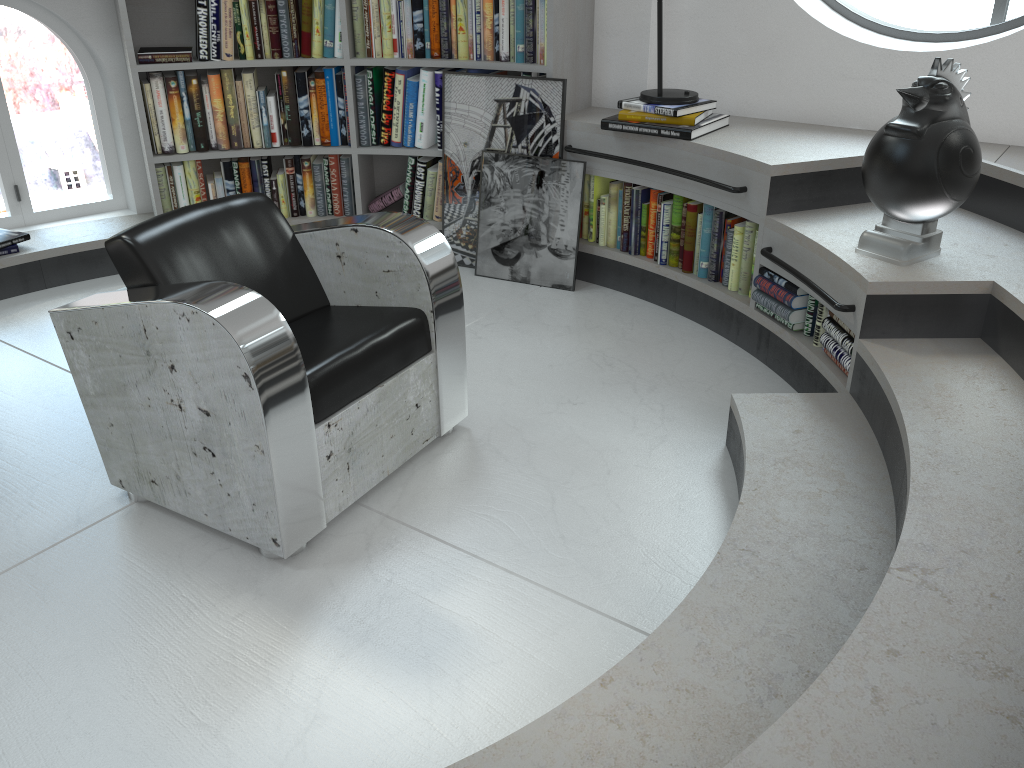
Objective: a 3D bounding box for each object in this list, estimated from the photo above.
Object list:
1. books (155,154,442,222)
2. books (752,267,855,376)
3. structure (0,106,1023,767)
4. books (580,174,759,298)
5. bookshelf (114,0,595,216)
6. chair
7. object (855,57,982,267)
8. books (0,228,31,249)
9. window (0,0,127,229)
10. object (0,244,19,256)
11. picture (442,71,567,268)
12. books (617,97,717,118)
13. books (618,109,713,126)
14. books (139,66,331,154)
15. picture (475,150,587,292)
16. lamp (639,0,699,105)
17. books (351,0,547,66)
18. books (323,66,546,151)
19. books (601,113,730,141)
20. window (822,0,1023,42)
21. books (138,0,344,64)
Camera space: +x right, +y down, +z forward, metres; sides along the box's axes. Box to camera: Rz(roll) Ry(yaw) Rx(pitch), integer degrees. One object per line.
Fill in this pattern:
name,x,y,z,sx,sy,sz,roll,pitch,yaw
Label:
books,-0.962,-0.960,4.249,1.497,0.307,0.364,-2,26,-2
books,1.043,-0.210,2.887,0.240,0.166,0.672,-7,27,-12
structure,-0.616,-0.047,2.387,4.710,0.685,4.763,-5,27,-9
books,0.639,-0.659,3.634,0.273,0.295,1.155,-21,33,-35
bookshelf,-1.746,-1.087,2.780,2.116,1.858,4.367,17,31,31
chair,-0.662,-0.105,2.491,0.743,0.711,0.830,14,30,27
object,1.188,-0.653,2.569,0.321,0.556,0.324,3,26,8
books,-2.275,-0.612,3.811,0.253,0.029,0.271,12,29,23
window,-2.737,-0.738,3.030,0.618,1.137,3.264,9,28,19
object,-2.275,-0.585,3.824,0.227,0.036,0.215,-20,33,-33
picture,-0.051,-0.914,3.911,0.579,0.853,0.091,11,28,23
books,0.614,-1.106,3.511,0.271,0.030,0.287,-24,35,-39
books,0.614,-1.077,3.525,0.305,0.034,0.289,12,29,23
books,-1.251,-1.283,4.092,0.872,0.346,0.275,-6,27,-12
picture,0.070,-0.709,3.854,0.490,0.549,0.108,12,28,23
lamp,0.638,-1.424,3.386,0.324,0.652,0.235,-20,32,-35
books,-0.231,-1.604,3.881,1.022,0.344,0.278,9,28,18
books,-0.298,-1.268,4.052,1.185,0.355,0.307,7,27,15
books,0.614,-1.045,3.540,0.389,0.041,0.368,17,32,31
window,1.656,-2.019,3.213,1.476,1.453,0.105,17,31,32
books,-1.167,-1.628,3.935,0.974,0.348,0.254,-6,27,-11
